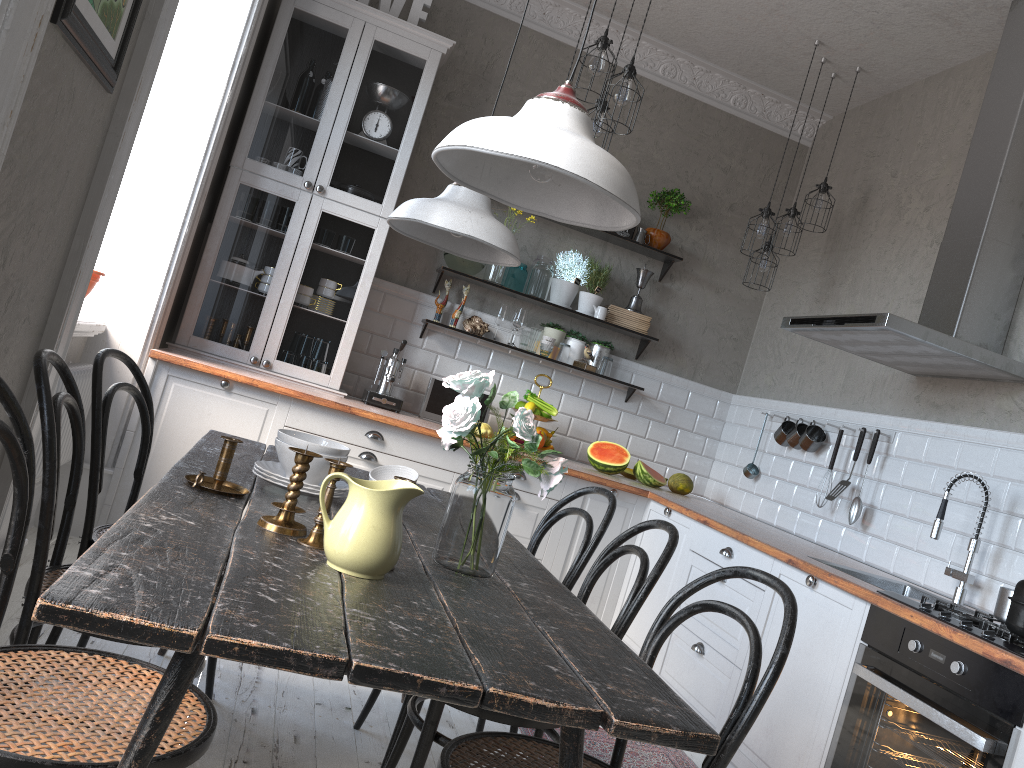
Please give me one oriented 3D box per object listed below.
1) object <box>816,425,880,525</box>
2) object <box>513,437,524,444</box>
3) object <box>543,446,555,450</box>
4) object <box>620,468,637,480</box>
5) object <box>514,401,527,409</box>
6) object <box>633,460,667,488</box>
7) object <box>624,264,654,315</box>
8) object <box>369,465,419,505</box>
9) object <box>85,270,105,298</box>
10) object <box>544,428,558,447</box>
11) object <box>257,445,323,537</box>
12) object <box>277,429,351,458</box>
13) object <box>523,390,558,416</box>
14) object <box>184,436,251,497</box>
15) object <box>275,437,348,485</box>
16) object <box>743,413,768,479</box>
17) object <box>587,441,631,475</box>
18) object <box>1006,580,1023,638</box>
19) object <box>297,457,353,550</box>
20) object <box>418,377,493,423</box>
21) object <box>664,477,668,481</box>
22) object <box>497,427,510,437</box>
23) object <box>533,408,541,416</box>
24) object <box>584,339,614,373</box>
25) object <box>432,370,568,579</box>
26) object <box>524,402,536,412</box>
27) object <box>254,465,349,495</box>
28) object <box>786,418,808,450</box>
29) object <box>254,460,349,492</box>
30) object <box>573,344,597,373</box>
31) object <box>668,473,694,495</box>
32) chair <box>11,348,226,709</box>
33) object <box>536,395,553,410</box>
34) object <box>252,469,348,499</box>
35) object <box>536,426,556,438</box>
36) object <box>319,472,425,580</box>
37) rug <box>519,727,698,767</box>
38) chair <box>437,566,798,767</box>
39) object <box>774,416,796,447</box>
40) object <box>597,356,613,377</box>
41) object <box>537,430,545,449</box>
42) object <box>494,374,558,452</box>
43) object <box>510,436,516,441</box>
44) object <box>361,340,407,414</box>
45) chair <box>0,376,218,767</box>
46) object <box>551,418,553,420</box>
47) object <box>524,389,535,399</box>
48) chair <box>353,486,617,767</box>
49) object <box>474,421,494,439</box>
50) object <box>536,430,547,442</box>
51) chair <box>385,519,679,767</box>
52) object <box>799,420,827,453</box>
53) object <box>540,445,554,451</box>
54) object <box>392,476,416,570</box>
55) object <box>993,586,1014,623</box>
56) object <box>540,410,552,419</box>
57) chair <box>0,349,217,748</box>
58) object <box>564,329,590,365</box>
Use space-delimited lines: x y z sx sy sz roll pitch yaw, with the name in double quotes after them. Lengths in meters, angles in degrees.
1.518 0.401 4.031 0.082 0.443 0.325 17 -1 -13 "object"
0.019 0.301 4.832 0.071 0.076 0.225 18 -1 -32 "object"
0.139 0.328 4.934 0.214 0.044 0.054 16 -1 23 "object"
0.675 0.508 5.075 0.200 0.067 0.102 17 -1 -9 "object"
0.061 0.135 4.841 0.097 0.078 0.099 17 -1 -27 "object"
0.764 0.500 4.820 0.228 0.127 0.146 17 -1 -32 "object"
0.747 -0.551 5.189 0.133 0.288 0.128 18 -2 -29 "object"
-0.312 0.267 2.267 0.124 0.119 0.127 17 -1 1 "object"
-1.617 -0.657 3.359 0.258 0.813 0.262 17 -2 13 "object"
0.204 0.287 4.899 0.061 0.120 0.126 17 -1 10 "object"
-0.419 0.198 1.711 0.098 0.172 0.094 18 -2 -33 "object"
-0.496 0.181 2.168 0.182 0.094 0.177 17 -1 -23 "object"
0.158 0.102 4.834 0.212 0.101 0.066 17 -1 -9 "object"
-0.618 0.172 1.901 0.142 0.112 0.137 18 -1 -32 "object"
-0.502 0.200 2.167 0.182 0.094 0.177 17 -1 -23 "object"
1.362 0.342 4.893 0.078 0.379 0.082 17 -2 -14 "object"
0.519 0.401 4.800 0.235 0.174 0.218 17 -1 7 "object"
1.392 0.601 2.307 0.194 0.147 0.189 18 -1 -35 "object"
-0.346 0.219 1.658 0.062 0.172 0.062 17 -2 7 "object"
-0.301 0.123 4.774 0.355 0.226 0.087 17 -2 -15 "object"
0.809 0.545 5.014 0.118 0.073 0.204 16 -1 39 "object"
-0.033 0.272 4.837 0.076 0.072 0.153 17 -1 15 "object"
0.125 0.161 4.798 0.064 0.061 0.066 17 -1 -15 "object"
0.509 -0.158 5.194 0.160 0.213 0.151 17 -1 -17 "object"
-0.043 0.186 1.826 0.315 0.414 0.248 17 -1 -16 "object"
0.097 0.128 4.774 0.059 0.069 0.079 17 -1 5 "object"
-0.515 0.242 2.167 0.232 0.027 0.242 16 -1 43 "object"
1.475 0.257 4.521 0.109 0.161 0.135 17 -1 -12 "object"
-0.513 0.234 2.167 0.236 0.027 0.239 17 -1 8 "object"
0.436 -0.148 5.077 0.098 0.147 0.121 16 -2 43 "object"
0.954 0.564 5.003 0.129 0.119 0.208 16 -1 38 "object"
-0.958 0.421 2.396 0.550 0.921 0.437 17 -1 -2 "chair"
0.166 0.117 4.906 0.180 0.096 0.088 17 -1 5 "object"
-0.518 0.251 2.166 0.237 0.027 0.238 17 -1 3 "object"
0.179 0.272 4.899 0.129 0.056 0.059 17 -1 -23 "object"
-0.256 0.245 1.562 0.133 0.170 0.152 16 -2 37 "object"
0.458 1.324 2.737 0.744 0.014 1.275 17 -1 -14 "rug"
0.134 0.738 1.624 0.556 0.921 0.432 17 -2 -17 "chair"
1.446 0.250 4.644 0.108 0.161 0.136 17 -1 -2 "object"
0.537 -0.100 5.088 0.079 0.108 0.076 17 -1 -21 "object"
0.121 0.293 4.733 0.109 0.111 0.115 16 -2 43 "object"
0.122 0.151 4.853 0.358 0.426 0.345 18 -2 -29 "object"
0.011 0.289 4.813 0.084 0.057 0.089 16 -1 18 "object"
-0.623 -0.052 4.588 0.208 0.370 0.349 17 -1 -14 "object"
-0.737 0.471 1.389 0.552 0.921 0.435 17 -1 -7 "chair"
0.201 0.184 4.886 0.052 0.050 0.049 17 -1 -5 "object"
0.101 0.063 4.821 0.074 0.058 0.050 18 -2 -38 "object"
-0.081 0.689 2.608 0.556 0.921 0.432 17 -2 -17 "chair"
-0.186 0.229 4.603 0.199 0.083 0.187 17 -1 -14 "object"
0.145 0.290 4.816 0.088 0.078 0.088 17 -1 12 "object"
0.010 0.709 2.138 0.552 0.921 0.435 17 -1 -7 "chair"
1.495 0.261 4.396 0.108 0.161 0.137 17 -1 3 "object"
0.179 0.348 4.821 0.088 0.051 0.069 16 -1 33 "object"
-0.224 0.258 1.657 0.059 0.167 0.059 17 -2 -1 "object"
1.589 0.674 2.599 0.300 0.134 0.177 16 -1 20 "object"
0.169 0.176 4.846 0.077 0.062 0.098 18 -2 -41 "object"
-0.865 0.441 1.923 0.556 0.921 0.432 17 -2 -17 "chair"
0.357 -0.206 5.142 0.172 0.214 0.149 16 -1 15 "object"
